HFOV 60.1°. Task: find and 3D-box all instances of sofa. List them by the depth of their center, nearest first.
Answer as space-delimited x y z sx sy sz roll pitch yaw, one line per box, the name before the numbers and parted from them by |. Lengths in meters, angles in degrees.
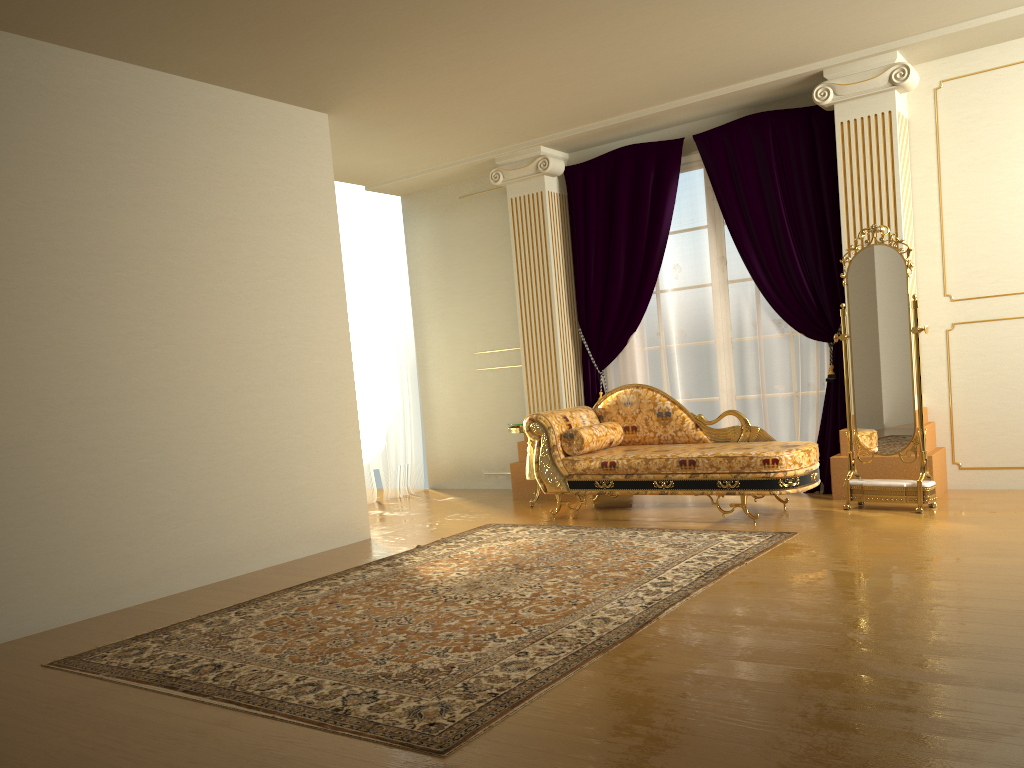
sofa | 1.020 0.424 5.797 1.896 0.875 0.689 -4 3 35

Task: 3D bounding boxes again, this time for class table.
table | 0.273 0.600 6.830 0.570 0.646 0.570 -6 3 -10

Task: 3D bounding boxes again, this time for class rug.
rug | -0.165 0.970 4.214 2.121 0.017 3.063 -5 1 35

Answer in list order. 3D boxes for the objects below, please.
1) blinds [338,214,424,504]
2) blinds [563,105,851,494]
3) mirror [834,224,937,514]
blinds | -1.489 -0.185 7.389 0.164 2.517 2.154 -2 4 37
blinds | 1.437 -0.512 6.551 2.238 2.665 0.337 -3 5 36
mirror | 2.201 -0.093 5.268 0.541 1.708 0.242 -1 6 45
